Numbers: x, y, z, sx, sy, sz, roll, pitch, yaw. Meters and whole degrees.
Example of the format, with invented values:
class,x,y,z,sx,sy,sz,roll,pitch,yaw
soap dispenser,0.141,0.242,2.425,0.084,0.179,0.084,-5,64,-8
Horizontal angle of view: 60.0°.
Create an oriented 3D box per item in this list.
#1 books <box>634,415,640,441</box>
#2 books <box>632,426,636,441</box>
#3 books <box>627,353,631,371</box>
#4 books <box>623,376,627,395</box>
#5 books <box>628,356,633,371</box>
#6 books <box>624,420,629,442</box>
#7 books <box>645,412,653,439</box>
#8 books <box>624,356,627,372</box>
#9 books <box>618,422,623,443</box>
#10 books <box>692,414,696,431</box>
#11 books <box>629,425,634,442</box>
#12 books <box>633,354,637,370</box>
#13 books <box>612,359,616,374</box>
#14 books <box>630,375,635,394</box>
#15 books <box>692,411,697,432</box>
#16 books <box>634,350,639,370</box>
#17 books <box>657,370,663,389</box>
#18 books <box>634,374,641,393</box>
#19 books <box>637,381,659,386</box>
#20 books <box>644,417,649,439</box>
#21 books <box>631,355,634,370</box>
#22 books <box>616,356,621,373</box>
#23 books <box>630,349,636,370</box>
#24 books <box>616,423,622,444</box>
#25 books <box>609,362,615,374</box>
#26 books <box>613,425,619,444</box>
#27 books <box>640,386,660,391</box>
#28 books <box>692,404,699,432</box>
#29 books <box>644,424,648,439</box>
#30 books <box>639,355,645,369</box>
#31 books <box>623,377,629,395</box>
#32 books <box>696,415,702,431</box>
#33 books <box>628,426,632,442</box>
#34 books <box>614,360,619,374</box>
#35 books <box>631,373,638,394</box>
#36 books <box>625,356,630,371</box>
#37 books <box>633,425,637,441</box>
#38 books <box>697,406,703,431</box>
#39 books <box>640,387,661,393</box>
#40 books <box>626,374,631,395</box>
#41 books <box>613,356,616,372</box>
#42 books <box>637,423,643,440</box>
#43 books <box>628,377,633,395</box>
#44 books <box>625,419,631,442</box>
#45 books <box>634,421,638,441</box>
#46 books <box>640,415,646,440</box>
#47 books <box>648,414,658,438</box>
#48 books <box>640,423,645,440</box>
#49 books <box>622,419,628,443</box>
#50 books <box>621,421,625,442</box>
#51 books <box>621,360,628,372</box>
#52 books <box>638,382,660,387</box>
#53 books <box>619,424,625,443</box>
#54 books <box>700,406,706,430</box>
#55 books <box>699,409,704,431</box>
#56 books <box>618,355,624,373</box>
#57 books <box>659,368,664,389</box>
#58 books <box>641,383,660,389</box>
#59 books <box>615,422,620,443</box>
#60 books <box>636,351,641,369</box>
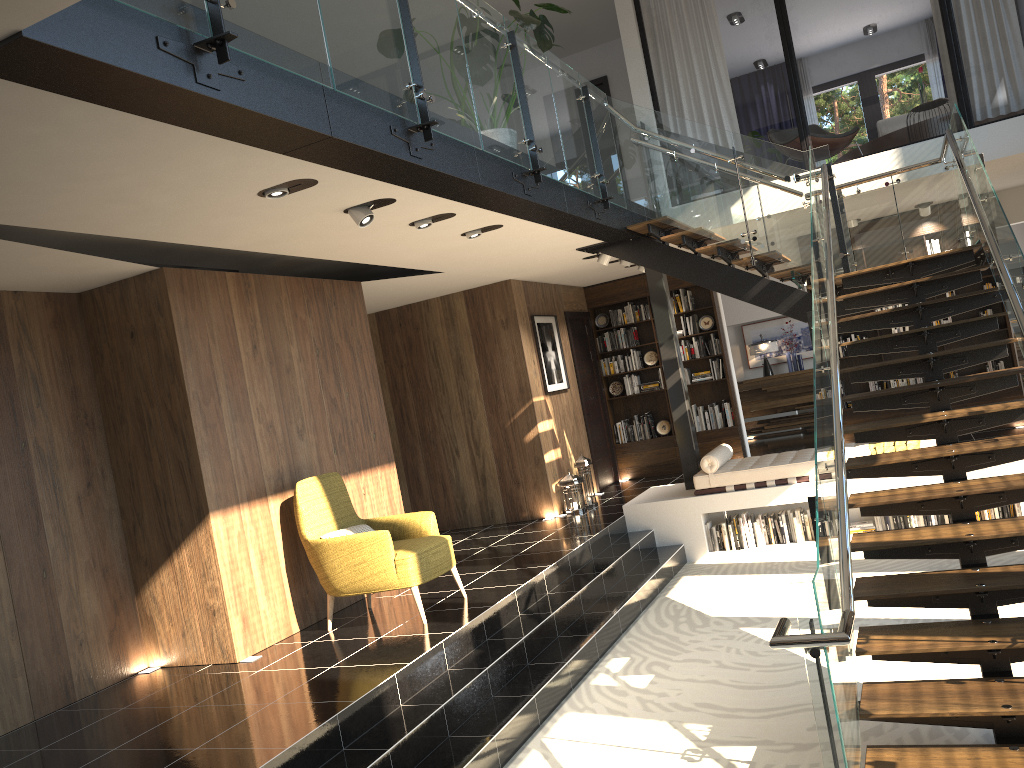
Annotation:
class,x,y,z,sx,sy,sz,roll,pitch,yaw
books,1.717,0.594,12.026,0.016,0.341,0.217,-11,0,24
books,1.686,0.668,12.089,0.029,0.207,0.166,-11,0,24
books,1.608,-0.301,12.031,0.020,0.243,0.154,-11,0,24
books,1.568,0.020,12.082,0.020,0.264,0.152,-11,0,24
books,1.628,-0.280,12.011,0.025,0.193,0.172,-11,0,24
books,1.590,0.639,12.134,0.018,0.301,0.195,-11,0,24
books,1.860,0.558,11.955,0.019,0.356,0.234,-11,0,24
books,1.566,-0.279,12.060,0.053,0.216,0.151,-11,0,24
books,1.523,0.661,12.165,0.030,0.282,0.170,-11,0,24
books,2.420,0.507,11.752,0.023,0.244,0.135,-11,0,24
books,1.652,0.669,12.074,0.021,0.217,0.220,-11,0,24
books,1.692,-0.300,11.997,0.018,0.210,0.157,-11,0,24
books,1.416,-0.245,12.152,0.018,0.208,0.126,-11,0,24
books,1.654,0.003,12.036,0.024,0.265,0.147,-11,0,24
books,2.435,0.487,11.736,0.024,0.278,0.135,-11,0,24
books,1.701,-0.327,11.978,0.021,0.260,0.197,-11,0,24
books,2.005,-0.063,11.877,0.033,0.261,0.157,-11,0,24
books,1.712,-0.002,12.021,0.030,0.253,0.138,-11,0,24
books,1.853,-0.012,11.928,0.293,0.013,0.187,-11,-1,27
books,1.853,0.586,11.985,0.027,0.304,0.204,-11,0,24
books,1.659,-0.296,12.023,0.027,0.214,0.159,-11,0,24
books,1.478,-0.271,12.099,0.036,0.235,0.169,-11,0,24
books,1.663,-0.333,11.991,0.018,0.284,0.197,-11,0,24
books,1.496,0.666,12.158,0.014,0.282,0.232,-11,0,24
books,1.386,-0.220,12.144,0.037,0.169,0.148,-11,0,24
books,1.459,0.684,12.203,0.033,0.261,0.194,-11,0,24
books,1.873,0.052,11.946,0.266,0.021,0.152,-11,-1,23
books,2.428,0.446,11.689,0.017,0.359,0.189,-11,0,24
books,1.843,0.637,12.015,0.033,0.208,0.191,-11,0,24
books,1.749,-0.296,11.972,0.015,0.181,0.136,-11,0,24
books,1.575,0.021,12.039,0.026,0.257,0.192,-11,0,24
books,2.482,0.510,11.719,0.034,0.215,0.104,-11,0,24
books,1.646,0.674,12.129,0.035,0.212,0.159,-11,0,24
books,1.446,-0.238,12.101,0.035,0.180,0.164,-11,0,24
books,1.675,-0.009,12.017,0.032,0.279,0.133,-11,0,24
books,1.584,-0.277,12.014,0.016,0.205,0.204,-11,0,24
books,1.705,0.657,12.068,0.026,0.222,0.209,-11,0,24
books,2.496,0.456,11.707,0.019,0.317,0.122,-11,0,24
books,1.877,0.078,11.944,0.263,0.032,0.154,-11,-1,26
books,1.598,0.008,12.040,0.018,0.275,0.143,-11,0,24
books,1.428,-0.262,12.137,0.019,0.236,0.139,-11,0,24
books,1.765,0.645,12.051,0.034,0.223,0.208,-11,0,24
books,1.633,0.017,12.053,0.032,0.245,0.120,-11,0,24
books,1.605,0.634,12.121,0.020,0.304,0.189,-11,0,24
books,1.714,0.624,12.048,0.017,0.282,0.232,-11,0,24
books,1.803,0.587,12.007,0.016,0.322,0.218,-11,0,24
books,1.900,0.571,11.963,0.042,0.315,0.193,-11,0,24
books,1.797,0.639,12.036,0.036,0.222,0.173,-11,0,24
books,1.562,0.641,12.111,0.015,0.306,0.222,-11,0,24
books,1.551,0.645,12.123,0.016,0.304,0.217,-11,0,24
books,1.532,-0.247,12.069,0.026,0.167,0.173,-11,0,24
books,1.857,0.002,11.936,0.293,0.016,0.174,-11,-1,23
books,1.535,0.665,12.126,0.022,0.269,0.215,-11,0,24
books,2.524,0.448,11.678,0.019,0.321,0.161,-11,0,24
books,2.516,0.466,11.701,0.019,0.289,0.145,-11,0,24
books,1.498,-0.277,12.068,0.026,0.237,0.164,-11,0,24
books,2.015,-0.078,11.844,0.018,0.286,0.157,-11,0,24
books,1.868,0.025,11.947,0.244,0.033,0.142,-11,-1,20
books,1.488,0.665,12.196,0.032,0.288,0.179,-11,0,24
books,1.731,-0.325,11.989,0.023,0.245,0.133,-11,0,24
